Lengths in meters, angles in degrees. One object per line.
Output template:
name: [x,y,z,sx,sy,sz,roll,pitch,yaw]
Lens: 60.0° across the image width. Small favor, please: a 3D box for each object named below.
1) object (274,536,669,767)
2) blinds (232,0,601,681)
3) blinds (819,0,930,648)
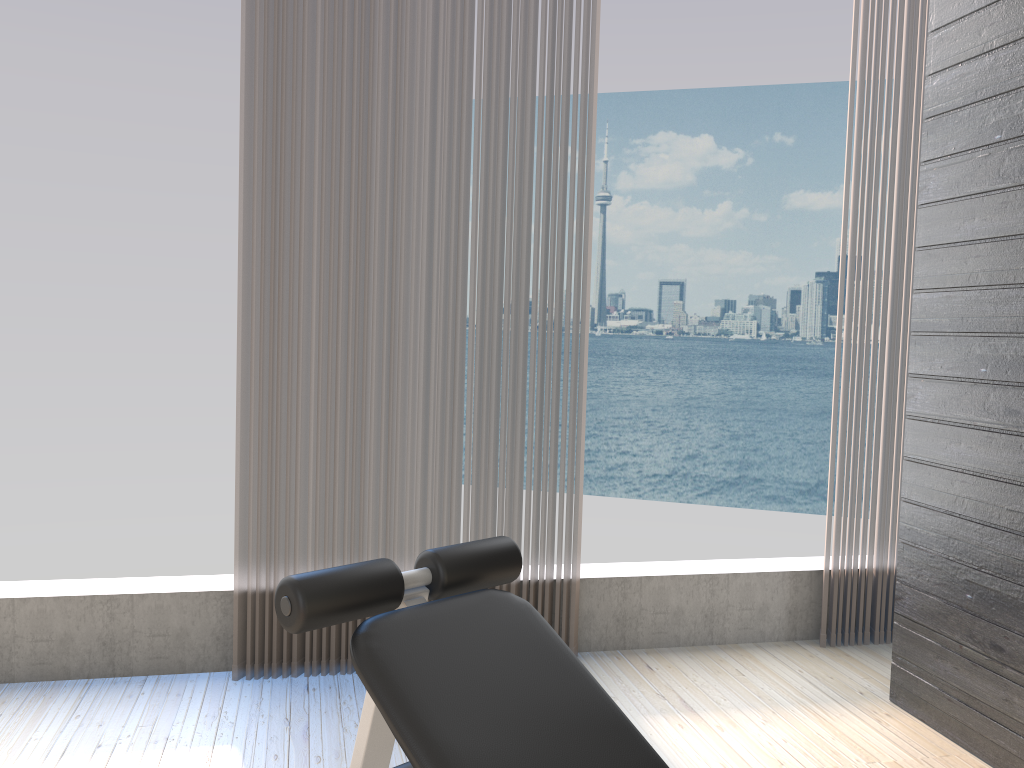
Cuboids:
object: [0.124,0.669,1.117,0.505,0.746,1.312,-2,5,-44]
blinds: [-0.278,-0.444,2.814,1.133,2.744,0.069,1,4,-13]
blinds: [1.702,-0.410,3.275,1.133,2.744,0.069,1,4,-13]
